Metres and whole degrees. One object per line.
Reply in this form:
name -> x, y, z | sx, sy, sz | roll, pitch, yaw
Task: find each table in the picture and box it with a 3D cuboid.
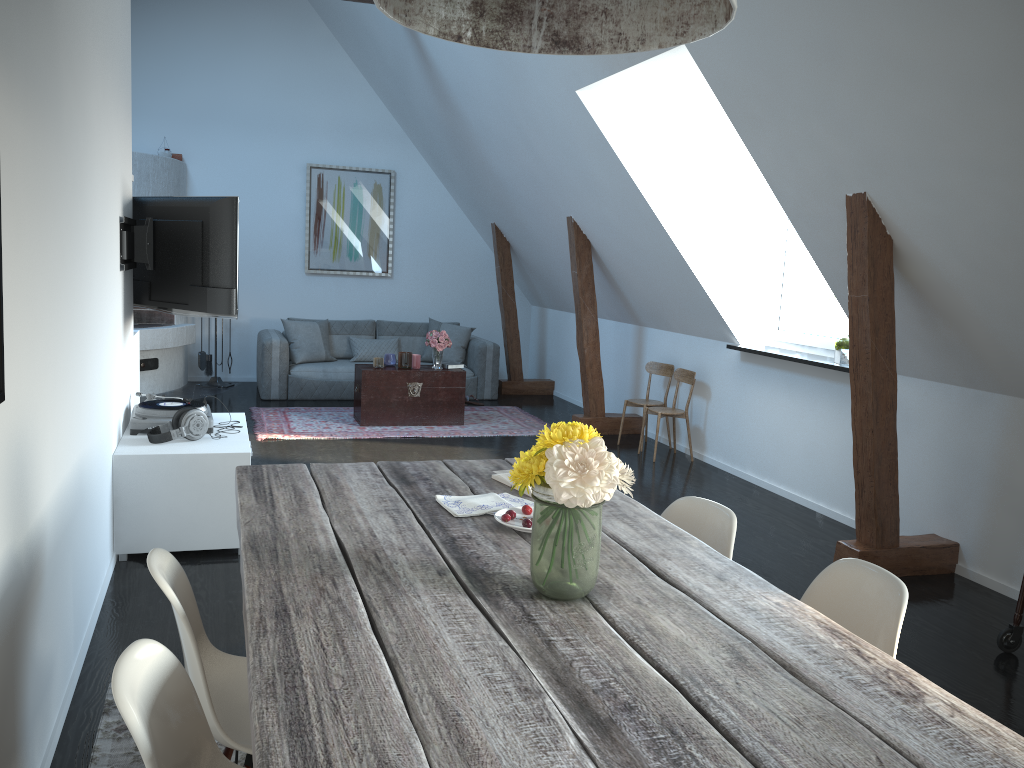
table -> 0.006, 0.818, 1.941 | 1.141, 0.788, 2.421 | 0, 8, -18
table -> -0.913, 0.095, 7.896 | 0.962, 0.492, 0.471 | 0, 8, -18

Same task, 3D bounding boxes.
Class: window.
window -> -0.025, -2.031, 2.961 | 5.959, 4.249, 8.018 | 0, 8, -18

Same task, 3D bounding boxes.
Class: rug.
rug -> -0.960, 0.329, 7.940 | 2.647, 0.029, 1.512 | 0, 8, -18
rug -> -0.032, 1.197, 2.008 | 1.898, 0.022, 2.677 | 0, 8, -18

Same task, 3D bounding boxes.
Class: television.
television -> -1.975, -0.680, 4.678 | 1.005, 0.652, 0.537 | 9, 10, 36

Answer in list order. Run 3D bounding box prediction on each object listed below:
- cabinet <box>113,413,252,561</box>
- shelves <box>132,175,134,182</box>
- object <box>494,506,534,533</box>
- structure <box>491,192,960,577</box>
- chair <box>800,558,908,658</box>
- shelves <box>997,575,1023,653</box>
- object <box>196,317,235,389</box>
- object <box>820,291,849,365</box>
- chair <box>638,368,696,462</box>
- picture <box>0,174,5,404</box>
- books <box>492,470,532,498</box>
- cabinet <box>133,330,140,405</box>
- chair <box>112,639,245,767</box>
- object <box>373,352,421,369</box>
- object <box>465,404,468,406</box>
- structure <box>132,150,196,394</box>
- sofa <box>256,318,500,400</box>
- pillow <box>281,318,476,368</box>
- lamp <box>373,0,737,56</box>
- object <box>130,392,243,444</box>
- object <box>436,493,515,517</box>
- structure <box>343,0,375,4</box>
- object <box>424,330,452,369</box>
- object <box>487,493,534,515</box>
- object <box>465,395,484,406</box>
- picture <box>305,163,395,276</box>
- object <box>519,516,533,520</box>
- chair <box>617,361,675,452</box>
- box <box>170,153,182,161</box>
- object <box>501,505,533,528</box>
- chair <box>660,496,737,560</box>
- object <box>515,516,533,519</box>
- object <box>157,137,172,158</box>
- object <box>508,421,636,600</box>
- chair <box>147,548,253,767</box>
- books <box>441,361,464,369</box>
cabinet -> -1.696, 0.496, 4.664 | 0.623, 0.507, 1.069 | 0, 8, -18
shelves -> -2.955, -1.201, 4.842 | 1.604, 0.038, 0.478 | 0, 8, -18
object -> 0.055, 0.361, 2.329 | 0.205, 0.024, 0.205 | -1, 9, -26
structure -> 2.111, 0.039, 4.156 | 1.023, 1.963, 12.350 | 0, 8, -18
chair -> 0.592, 0.825, 2.057 | 0.542, 0.801, 0.465 | 0, 8, -17
shelves -> 2.328, 0.781, 3.265 | 0.438, 0.732, 0.803 | 0, 9, -22
object -> -3.119, -0.591, 9.342 | 0.376, 1.245, 0.376 | -3, 10, -38
object -> 1.986, -0.350, 5.348 | 0.309, 0.461, 0.131 | 3, 8, 0
chair -> 1.221, 0.234, 6.930 | 0.342, 0.696, 0.329 | 0, 8, -17
picture -> -0.920, -0.490, 1.403 | 0.036, 1.181, 0.808 | 0, 8, -18
books -> 0.086, 0.294, 2.761 | 0.202, 0.042, 0.251 | -2, 9, -30
cabinet -> -2.692, 0.157, 5.238 | 0.869, 0.921, 0.638 | 0, 8, -18
chair -> -0.392, 0.847, 1.541 | 0.542, 0.801, 0.465 | 1, 8, -12
object -> -1.018, -0.217, 7.852 | 0.413, 0.138, 0.215 | 2, 8, -7
object -> -0.538, 0.162, 9.017 | 0.101, 0.090, 0.277 | -2, 9, -30
structure -> -4.686, -2.332, 8.780 | 3.058, 4.752, 3.049 | 2, 8, -10
sofa -> -1.442, -0.289, 9.489 | 2.458, 0.770, 1.107 | 0, 8, -18
pillow -> -1.384, -0.450, 9.380 | 2.075, 0.515, 0.444 | 0, 8, -18
lamp -> 0.135, -2.109, 1.509 | 0.697, 2.813, 0.757 | 8, 9, 31
object -> -1.697, 0.162, 4.647 | 0.558, 0.162, 0.742 | 0, 8, -21
object -> -0.104, 0.335, 2.482 | 0.182, 0.016, 0.179 | -1, 9, -24
structure -> -3.085, -2.992, 3.746 | 10.230, 3.562, 15.910 | 1, 8, -13
object -> -0.666, -0.317, 7.919 | 0.235, 0.351, 0.234 | 8, 9, 31
object -> -0.020, 0.338, 2.493 | 0.182, 0.014, 0.185 | -5, 11, -44
object -> -0.400, 0.157, 9.098 | 0.277, 0.090, 0.101 | 7, 9, 28
picture -> -1.809, -1.818, 9.895 | 0.965, 1.185, 0.025 | 0, 8, -18
object -> 0.071, 0.357, 2.335 | 0.110, 0.011, 0.058 | 1, 8, -15
chair -> 1.115, 0.175, 7.315 | 0.342, 0.696, 0.329 | -3, 10, -35
box -> -3.532, -2.340, 9.169 | 0.229, 0.078, 0.127 | 0, 8, -18
object -> 0.046, 0.350, 2.314 | 0.144, 0.034, 0.132 | 10, 11, 43
chair -> 0.344, 0.749, 2.517 | 0.542, 0.801, 0.465 | -2, 9, -32
object -> 0.106, 0.350, 2.351 | 0.194, 0.022, 0.019 | 2, 8, -3
object -> -3.490, -2.377, 8.918 | 0.066, 0.221, 0.231 | 5, 8, 12
object -> 0.113, 0.258, 1.837 | 0.293, 0.365, 0.233 | 10, 11, 42
chair -> -0.548, 0.768, 2.048 | 0.542, 0.801, 0.465 | 0, 9, -22
books -> -0.579, -0.173, 8.061 | 0.179, 0.034, 0.243 | -4, 10, -40
